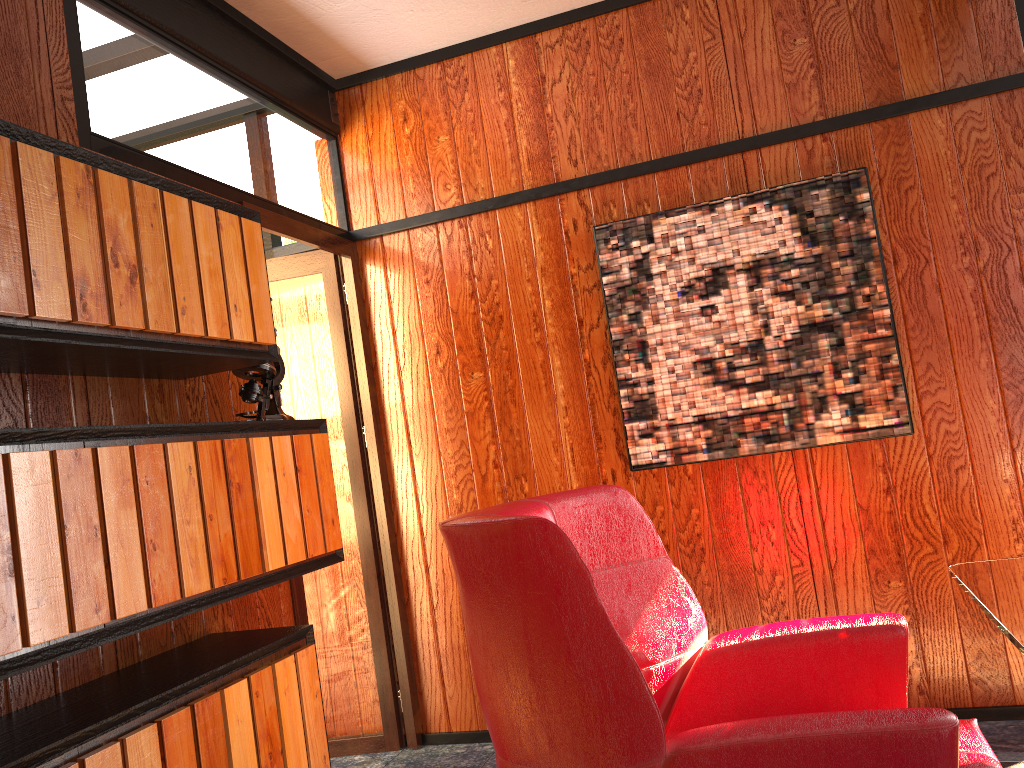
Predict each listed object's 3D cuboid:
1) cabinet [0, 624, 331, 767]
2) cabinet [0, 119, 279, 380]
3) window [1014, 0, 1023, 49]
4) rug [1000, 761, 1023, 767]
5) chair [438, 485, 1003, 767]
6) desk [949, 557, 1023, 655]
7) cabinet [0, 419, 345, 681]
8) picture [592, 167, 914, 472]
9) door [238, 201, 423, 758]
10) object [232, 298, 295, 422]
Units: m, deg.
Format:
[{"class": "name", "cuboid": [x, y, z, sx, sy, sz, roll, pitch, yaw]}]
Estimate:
[{"class": "cabinet", "cuboid": [-0.851, 0.796, 1.452, 0.321, 0.390, 1.653, -10, -4, 17]}, {"class": "cabinet", "cuboid": [-1.004, -0.246, 1.524, 0.321, 0.390, 1.653, -10, -4, 17]}, {"class": "window", "cuboid": [2.799, -0.473, 2.489, 2.260, 2.580, 0.085, -10, -4, 17]}, {"class": "rug", "cuboid": [0.951, 1.010, 1.295, 2.410, 0.042, 2.439, -10, -4, 17]}, {"class": "chair", "cuboid": [0.345, 0.634, 1.416, 0.839, 0.956, 0.621, -10, -4, 17]}, {"class": "desk", "cuboid": [1.317, 0.622, 0.988, 1.150, 0.632, 1.900, -10, -4, 17]}, {"class": "cabinet", "cuboid": [-0.865, 0.292, 1.677, 0.321, 0.390, 1.653, -10, -4, 17]}, {"class": "picture", "cuboid": [0.778, -0.199, 2.968, 0.916, 0.873, 0.061, -10, -4, 17]}, {"class": "door", "cuboid": [-0.924, 0.464, 3.148, 0.734, 1.955, 0.751, -10, -4, 17]}, {"class": "object", "cuboid": [-0.670, -0.066, 2.355, 0.181, 0.354, 0.142, -5, -5, -36]}]
